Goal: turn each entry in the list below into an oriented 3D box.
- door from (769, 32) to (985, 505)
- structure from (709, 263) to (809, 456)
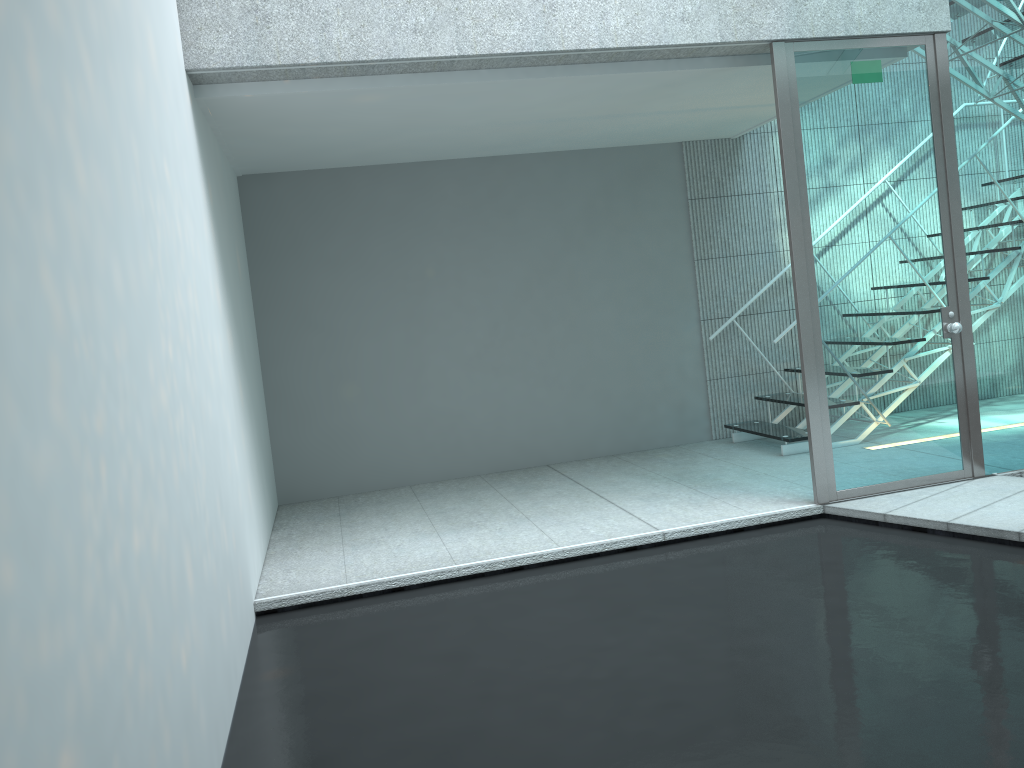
[{"bbox_3d":[1.665,-0.537,3.971,0.866,2.061,0.076,-7,3,-12],"label":"door"},{"bbox_3d":[2.820,-2.752,5.178,3.298,5.998,1.911,-7,3,-12],"label":"structure"}]
